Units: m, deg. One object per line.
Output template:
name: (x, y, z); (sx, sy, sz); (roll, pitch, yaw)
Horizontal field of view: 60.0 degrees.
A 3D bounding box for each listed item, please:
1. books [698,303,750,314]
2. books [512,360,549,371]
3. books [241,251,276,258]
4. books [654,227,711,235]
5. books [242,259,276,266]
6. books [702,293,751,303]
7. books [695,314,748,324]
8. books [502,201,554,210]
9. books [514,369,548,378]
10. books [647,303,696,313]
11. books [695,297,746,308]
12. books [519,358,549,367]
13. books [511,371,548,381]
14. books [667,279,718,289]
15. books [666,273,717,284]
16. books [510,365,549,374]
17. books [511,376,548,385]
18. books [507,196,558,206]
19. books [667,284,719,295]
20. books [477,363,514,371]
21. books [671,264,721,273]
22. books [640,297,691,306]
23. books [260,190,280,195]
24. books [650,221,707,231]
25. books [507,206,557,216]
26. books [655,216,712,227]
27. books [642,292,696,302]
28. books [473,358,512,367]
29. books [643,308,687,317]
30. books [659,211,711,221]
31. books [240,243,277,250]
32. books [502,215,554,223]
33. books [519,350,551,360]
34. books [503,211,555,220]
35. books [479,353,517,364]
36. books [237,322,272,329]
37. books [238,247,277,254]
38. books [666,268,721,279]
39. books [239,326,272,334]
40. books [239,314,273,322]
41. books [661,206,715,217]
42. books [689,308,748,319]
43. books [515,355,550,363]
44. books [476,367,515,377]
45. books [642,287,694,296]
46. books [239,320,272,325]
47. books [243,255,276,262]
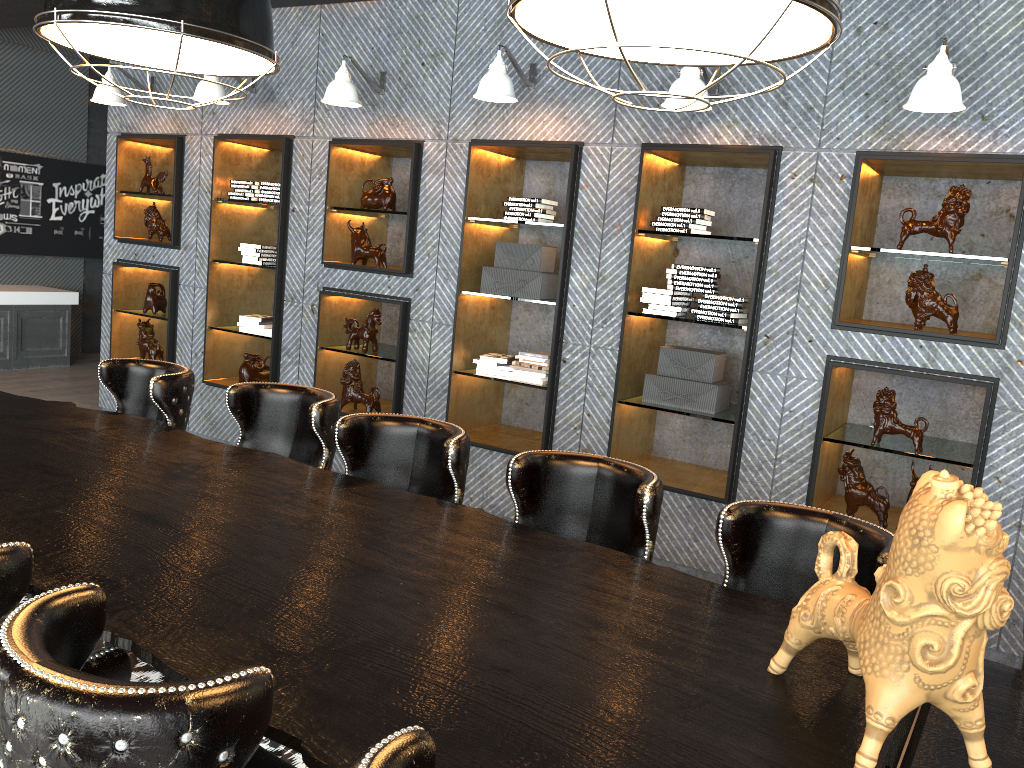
books: (1.150, -0.410, 4.793); (0.246, 0.028, 0.194); (10, 9, 26)
books: (0.137, -0.112, 5.331); (0.197, 0.023, 0.248); (-2, 12, -43)
books: (-1.807, -0.939, 6.439); (0.194, 0.028, 0.246); (10, 10, 30)
books: (0.930, -0.830, 4.832); (0.193, 0.028, 0.246); (-3, 12, -43)
books: (-1.808, -0.884, 6.456); (0.194, 0.028, 0.246); (10, 9, 26)
books: (1.167, -0.462, 4.767); (0.245, 0.028, 0.194); (9, 9, 25)
books: (1.136, -0.351, 4.771); (0.246, 0.028, 0.193); (11, 10, 34)
books: (0.097, -1.072, 5.345); (0.246, 0.028, 0.193); (12, 10, 36)
books: (0.133, -0.070, 5.331); (0.228, 0.022, 0.202); (11, 10, 33)
books: (0.879, -0.418, 4.863); (0.194, 0.028, 0.246); (10, 10, 29)
books: (1.126, -0.439, 4.782); (0.245, 0.028, 0.194); (9, 9, 20)
books: (0.166, -0.133, 5.340); (0.247, 0.023, 0.244); (8, 9, 15)
books: (0.133, -0.048, 5.333); (0.224, 0.021, 0.159); (12, 11, 39)
books: (0.976, -0.542, 4.807); (0.245, 0.028, 0.194); (6, 8, 2)
books: (0.977, -0.576, 4.841); (0.245, 0.028, 0.194); (5, 8, 0)
books: (0.134, -0.089, 5.322); (0.264, 0.019, 0.205); (10, 10, 29)
books: (0.133, -0.027, 5.326); (0.228, 0.023, 0.167); (10, 10, 30)
books: (0.124, -1.092, 5.304); (0.246, 0.028, 0.194); (11, 10, 33)
books: (0.979, -0.515, 4.817); (0.245, 0.028, 0.194); (5, 8, -1)
books: (-0.103, -0.111, 5.508); (0.227, 0.024, 0.166); (5, 8, -2)
books: (0.997, -0.629, 4.824); (0.245, 0.028, 0.194); (6, 9, 5)
books: (0.848, -0.455, 4.900); (0.194, 0.028, 0.245); (12, 10, 36)
books: (-1.655, -1.366, 6.379); (0.245, 0.028, 0.194); (7, 9, 12)
books: (0.909, -0.862, 4.841); (0.246, 0.028, 0.193); (13, 11, 41)
books: (0.122, -1.036, 5.310); (0.245, 0.028, 0.194); (9, 9, 21)
books: (0.939, -0.888, 4.845); (0.246, 0.028, 0.193); (12, 11, 38)
books: (0.860, -0.475, 4.854); (0.194, 0.028, 0.245); (13, 12, 43)
books: (-0.107, -0.140, 5.535); (0.175, 0.024, 0.243); (10, 10, 29)
books: (0.842, -0.396, 4.888); (0.194, 0.028, 0.246); (9, 9, 23)
books: (0.949, -0.917, 4.848); (0.245, 0.028, 0.194); (9, 9, 22)
books: (-1.819, -0.998, 6.442); (0.194, 0.028, 0.246); (9, 9, 23)
books: (0.097, -0.984, 5.329); (0.246, 0.028, 0.194); (10, 10, 30)
books: (0.161, -0.177, 5.337); (0.212, 0.024, 0.185); (9, 9, 24)
books: (0.102, -1.010, 5.312); (0.246, 0.028, 0.193); (13, 11, 41)
books: (-0.083, -0.159, 5.497); (0.179, 0.029, 0.225); (8, 9, 15)
books: (-1.879, -0.435, 6.533); (0.227, 0.024, 0.166); (8, 9, 16)
books: (-1.828, -0.969, 6.436); (0.194, 0.028, 0.245); (11, 10, 33)
books: (0.983, -0.601, 4.819); (0.245, 0.028, 0.194); (4, 9, -9)
books: (-1.864, -0.405, 6.536); (0.243, 0.034, 0.180); (5, 8, -1)
books: (-1.868, -0.484, 6.527); (0.179, 0.029, 0.225); (7, 9, 13)
books: (0.963, -0.944, 4.849); (0.246, 0.028, 0.194); (10, 10, 30)
books: (1.106, -0.379, 4.752); (0.246, 0.028, 0.193); (13, 11, 41)
books: (0.151, -0.153, 5.318); (0.206, 0.020, 0.197); (11, 10, 31)
books: (-0.088, -0.081, 5.511); (0.243, 0.034, 0.180); (7, 9, 9)
books: (0.856, -0.508, 4.878); (0.194, 0.028, 0.245); (12, 11, 37)
books: (-1.867, -0.460, 6.549); (0.175, 0.024, 0.243); (9, 9, 21)
books: (-1.787, -0.903, 6.405); (0.194, 0.028, 0.245); (12, 11, 39)
